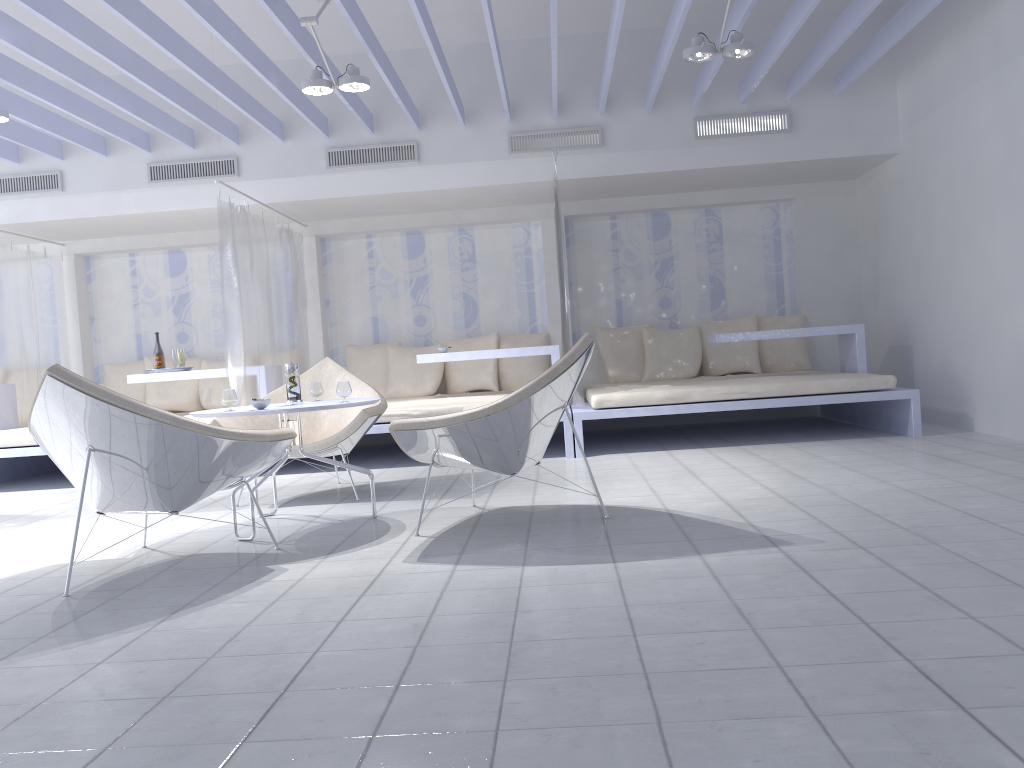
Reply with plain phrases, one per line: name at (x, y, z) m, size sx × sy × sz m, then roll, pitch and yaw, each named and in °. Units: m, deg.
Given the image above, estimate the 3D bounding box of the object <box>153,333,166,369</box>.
object at (-2.763, -0.250, 6.927) m, size 0.092 × 0.302 × 0.092 m, roll -5°, pitch 2°, yaw -30°

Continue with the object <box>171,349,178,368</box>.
object at (-2.641, -0.185, 6.946) m, size 0.059 × 0.174 × 0.059 m, roll -5°, pitch 2°, yaw -29°

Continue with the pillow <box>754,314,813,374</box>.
pillow at (2.292, -0.332, 7.595) m, size 0.524 × 0.521 × 0.230 m, roll -4°, pitch 2°, yaw 1°

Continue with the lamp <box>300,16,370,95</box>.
lamp at (-0.998, -1.744, 4.728) m, size 0.380 × 0.218 × 0.587 m, roll -4°, pitch 2°, yaw 3°

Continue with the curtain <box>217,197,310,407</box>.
curtain at (-1.822, -0.502, 6.792) m, size 0.151 × 1.552 × 2.050 m, roll -4°, pitch 2°, yaw 3°

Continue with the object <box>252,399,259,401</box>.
object at (-1.053, 0.065, 3.658) m, size 0.012 × 0.016 × 0.098 m, roll -4°, pitch 2°, yaw 3°

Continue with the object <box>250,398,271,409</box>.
object at (-1.045, 0.084, 3.690) m, size 0.082 × 0.043 × 0.082 m, roll -4°, pitch 2°, yaw 5°

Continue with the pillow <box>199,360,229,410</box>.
pillow at (-2.479, -0.007, 7.769) m, size 0.528 × 0.482 × 0.307 m, roll -4°, pitch 2°, yaw -2°

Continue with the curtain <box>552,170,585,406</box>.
curtain at (0.393, -0.632, 6.715) m, size 0.125 × 1.559 × 1.998 m, roll -4°, pitch 2°, yaw 2°

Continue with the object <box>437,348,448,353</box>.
object at (-0.536, -0.257, 6.842) m, size 0.082 × 0.043 × 0.082 m, roll -5°, pitch 2°, yaw -36°

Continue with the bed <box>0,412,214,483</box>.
bed at (-2.855, 0.463, 6.942) m, size 2.200 × 0.422 × 2.022 m, roll -4°, pitch 2°, yaw 3°

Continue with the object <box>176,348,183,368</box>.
object at (-2.573, -0.188, 6.878) m, size 0.059 × 0.174 × 0.059 m, roll -5°, pitch 2°, yaw -29°

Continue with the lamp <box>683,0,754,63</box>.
lamp at (1.106, -1.887, 4.616) m, size 0.380 × 0.218 × 0.587 m, roll -4°, pitch 2°, yaw 3°

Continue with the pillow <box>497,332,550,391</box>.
pillow at (0.089, -0.183, 7.712) m, size 0.524 × 0.521 × 0.230 m, roll -4°, pitch 2°, yaw 1°

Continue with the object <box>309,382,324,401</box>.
object at (-0.937, 0.036, 4.254) m, size 0.068 × 0.091 × 0.068 m, roll -4°, pitch 2°, yaw -7°

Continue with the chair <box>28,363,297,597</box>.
chair at (-1.356, 0.295, 3.227) m, size 0.906 × 0.759 × 0.753 m, roll -3°, pitch 2°, yaw 21°

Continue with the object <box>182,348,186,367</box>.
object at (-2.576, -0.190, 6.943) m, size 0.059 × 0.174 × 0.059 m, roll -5°, pitch 2°, yaw -29°

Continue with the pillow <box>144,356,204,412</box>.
pillow at (-2.982, 0.002, 7.851) m, size 0.537 × 0.527 × 0.233 m, roll -4°, pitch 2°, yaw -17°

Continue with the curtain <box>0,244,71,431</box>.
curtain at (-4.009, -0.334, 6.950) m, size 0.125 × 1.559 × 1.998 m, roll -4°, pitch 2°, yaw 2°

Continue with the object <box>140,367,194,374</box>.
object at (-2.683, -0.105, 6.914) m, size 0.429 × 0.031 × 0.275 m, roll -4°, pitch 2°, yaw 5°

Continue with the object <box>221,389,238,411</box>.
object at (-1.192, 0.068, 3.744) m, size 0.068 × 0.091 × 0.068 m, roll -4°, pitch 2°, yaw -7°

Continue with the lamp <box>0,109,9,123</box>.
lamp at (-3.080, -1.604, 4.840) m, size 0.380 × 0.218 × 0.587 m, roll -4°, pitch 2°, yaw 3°

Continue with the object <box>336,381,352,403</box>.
object at (-0.726, 0.034, 3.837) m, size 0.068 × 0.091 × 0.068 m, roll -4°, pitch 2°, yaw -7°

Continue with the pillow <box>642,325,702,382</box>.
pillow at (1.355, -0.266, 7.565) m, size 0.528 × 0.482 × 0.307 m, roll -4°, pitch 2°, yaw 8°

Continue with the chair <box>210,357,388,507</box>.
chair at (-1.104, 0.229, 4.929) m, size 0.906 × 0.759 × 0.753 m, roll -4°, pitch 2°, yaw 7°

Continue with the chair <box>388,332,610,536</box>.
chair at (0.014, 0.186, 3.708) m, size 0.753 × 0.759 × 0.906 m, roll -3°, pitch 2°, yaw 18°

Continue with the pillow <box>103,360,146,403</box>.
pillow at (-3.408, 0.053, 7.899) m, size 0.524 × 0.521 × 0.230 m, roll -4°, pitch 2°, yaw 5°

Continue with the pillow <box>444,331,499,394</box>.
pillow at (-0.344, -0.177, 7.710) m, size 0.537 × 0.527 × 0.233 m, roll -3°, pitch 2°, yaw 23°

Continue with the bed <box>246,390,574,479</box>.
bed at (-0.654, 0.312, 6.808) m, size 2.200 × 0.427 × 2.016 m, roll -4°, pitch 2°, yaw 3°

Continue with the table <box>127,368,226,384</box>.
table at (-2.362, 0.115, 6.900) m, size 1.065 × 0.450 × 0.416 m, roll -4°, pitch 2°, yaw 3°

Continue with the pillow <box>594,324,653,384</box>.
pillow at (1.019, -0.259, 7.672) m, size 0.572 × 0.510 × 0.231 m, roll -4°, pitch 2°, yaw 2°

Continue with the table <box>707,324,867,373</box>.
table at (2.049, -0.183, 6.664) m, size 1.065 × 0.450 × 0.416 m, roll -4°, pitch 2°, yaw 3°

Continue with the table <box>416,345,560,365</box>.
table at (-0.155, -0.034, 6.782) m, size 1.065 × 0.450 × 0.416 m, roll -4°, pitch 2°, yaw 3°

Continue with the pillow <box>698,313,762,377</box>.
pillow at (1.860, -0.326, 7.592) m, size 0.537 × 0.527 × 0.233 m, roll -3°, pitch 2°, yaw 23°

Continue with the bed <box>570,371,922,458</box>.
bed at (1.549, 0.163, 6.691) m, size 2.200 × 0.427 × 2.016 m, roll -4°, pitch 2°, yaw 3°

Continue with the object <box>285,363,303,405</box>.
object at (-0.985, 0.000, 3.991) m, size 0.075 × 0.185 × 0.075 m, roll -5°, pitch 2°, yaw -34°

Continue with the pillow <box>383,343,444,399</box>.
pillow at (-0.849, -0.117, 7.682) m, size 0.528 × 0.482 × 0.307 m, roll -4°, pitch 2°, yaw 8°

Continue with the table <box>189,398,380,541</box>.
table at (-0.984, 0.362, 3.963) m, size 0.823 × 0.534 × 0.825 m, roll -5°, pitch 2°, yaw -20°

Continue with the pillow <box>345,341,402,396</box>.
pillow at (-1.185, -0.110, 7.790) m, size 0.572 × 0.510 × 0.231 m, roll -4°, pitch 2°, yaw 2°
